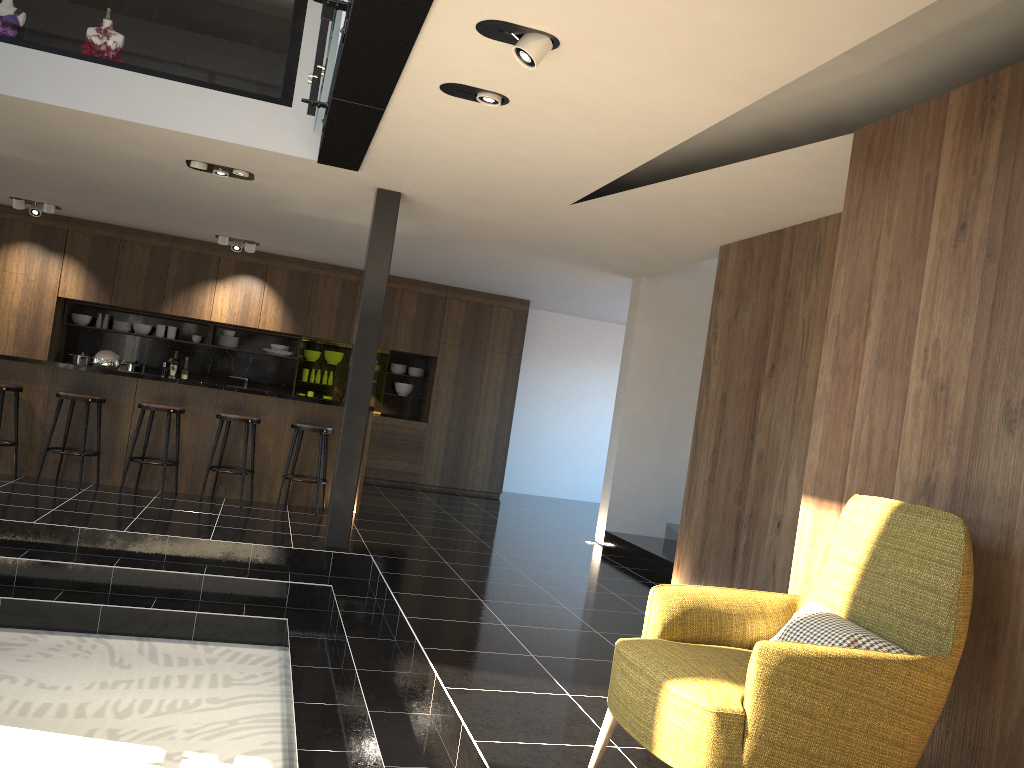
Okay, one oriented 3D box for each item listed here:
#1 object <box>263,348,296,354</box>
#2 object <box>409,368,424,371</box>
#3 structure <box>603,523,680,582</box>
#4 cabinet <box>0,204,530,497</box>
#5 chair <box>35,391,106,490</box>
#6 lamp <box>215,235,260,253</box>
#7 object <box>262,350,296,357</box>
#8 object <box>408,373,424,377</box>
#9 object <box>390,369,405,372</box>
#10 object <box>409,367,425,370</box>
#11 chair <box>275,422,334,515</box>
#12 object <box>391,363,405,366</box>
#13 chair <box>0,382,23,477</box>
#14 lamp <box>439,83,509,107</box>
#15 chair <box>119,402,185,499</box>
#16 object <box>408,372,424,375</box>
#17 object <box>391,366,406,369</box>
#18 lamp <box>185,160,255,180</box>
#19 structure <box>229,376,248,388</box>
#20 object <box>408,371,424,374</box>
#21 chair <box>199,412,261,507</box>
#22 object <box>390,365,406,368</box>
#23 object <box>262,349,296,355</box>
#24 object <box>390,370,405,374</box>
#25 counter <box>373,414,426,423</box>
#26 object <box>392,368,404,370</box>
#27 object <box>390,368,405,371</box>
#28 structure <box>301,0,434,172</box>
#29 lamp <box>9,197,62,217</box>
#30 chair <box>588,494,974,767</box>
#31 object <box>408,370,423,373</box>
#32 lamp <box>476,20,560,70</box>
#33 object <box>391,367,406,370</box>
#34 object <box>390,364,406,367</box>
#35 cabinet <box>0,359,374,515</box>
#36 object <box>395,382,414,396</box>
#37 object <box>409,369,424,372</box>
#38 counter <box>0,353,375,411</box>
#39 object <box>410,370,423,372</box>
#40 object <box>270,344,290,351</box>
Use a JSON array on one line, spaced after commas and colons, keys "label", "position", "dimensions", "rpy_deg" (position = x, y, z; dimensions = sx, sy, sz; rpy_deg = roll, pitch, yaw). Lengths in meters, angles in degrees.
[{"label": "object", "position": [-3.077, -0.420, 11.731], "dimensions": [0.438, 0.039, 0.438], "rpy_deg": [8, -2, 21]}, {"label": "object", "position": [-1.316, -0.187, 12.207], "dimensions": [0.221, 0.033, 0.220], "rpy_deg": [9, -2, -32]}, {"label": "structure", "position": [2.930, 0.305, 5.830], "dimensions": [1.965, 3.017, 6.660], "rpy_deg": [9, -1, -15]}, {"label": "cabinet", "position": [-3.347, -0.312, 11.488], "dimensions": [6.896, 2.689, 0.869], "rpy_deg": [9, -1, -15]}, {"label": "chair", "position": [-3.788, 0.482, 7.681], "dimensions": [0.412, 0.799, 0.412], "rpy_deg": [8, -1, -6]}, {"label": "lamp", "position": [-3.216, -1.696, 10.403], "dimensions": [0.502, 0.280, 0.349], "rpy_deg": [9, -1, -15]}, {"label": "object", "position": [-3.081, -0.394, 11.731], "dimensions": [0.438, 0.039, 0.438], "rpy_deg": [8, -2, 21]}, {"label": "object", "position": [-1.326, -0.119, 12.206], "dimensions": [0.221, 0.033, 0.220], "rpy_deg": [9, -2, -32]}, {"label": "object", "position": [-1.567, -0.169, 12.139], "dimensions": [0.220, 0.033, 0.220], "rpy_deg": [9, -2, -6]}, {"label": "object", "position": [-1.314, -0.200, 12.207], "dimensions": [0.221, 0.033, 0.220], "rpy_deg": [9, -2, -32]}, {"label": "chair", "position": [-1.900, 0.774, 8.205], "dimensions": [0.412, 0.799, 0.412], "rpy_deg": [8, -1, -6]}, {"label": "object", "position": [-1.555, -0.249, 12.140], "dimensions": [0.220, 0.033, 0.220], "rpy_deg": [9, -2, -6]}, {"label": "chair", "position": [-4.418, 0.384, 7.506], "dimensions": [0.412, 0.799, 0.412], "rpy_deg": [8, -1, -6]}, {"label": "lamp", "position": [-0.172, -1.455, 4.286], "dimensions": [0.346, 0.158, 0.195], "rpy_deg": [9, -1, -15]}, {"label": "chair", "position": [-3.159, 0.579, 7.856], "dimensions": [0.412, 0.799, 0.412], "rpy_deg": [8, -1, -6]}, {"label": "object", "position": [-1.324, -0.132, 12.206], "dimensions": [0.221, 0.033, 0.220], "rpy_deg": [9, -2, -32]}, {"label": "object", "position": [-1.560, -0.215, 12.139], "dimensions": [0.220, 0.033, 0.220], "rpy_deg": [9, -2, -6]}, {"label": "lamp", "position": [-2.221, -1.690, 6.785], "dimensions": [0.502, 0.194, 0.349], "rpy_deg": [9, -1, -15]}, {"label": "structure", "position": [-3.502, 0.033, 11.315], "dimensions": [0.243, 0.231, 0.173], "rpy_deg": [9, -1, -15]}, {"label": "object", "position": [-1.322, -0.144, 12.206], "dimensions": [0.221, 0.033, 0.220], "rpy_deg": [9, -2, -32]}, {"label": "chair", "position": [-2.529, 0.676, 8.030], "dimensions": [0.412, 0.799, 0.412], "rpy_deg": [8, -1, -6]}, {"label": "object", "position": [-1.558, -0.224, 12.139], "dimensions": [0.220, 0.033, 0.220], "rpy_deg": [9, -2, -6]}, {"label": "object", "position": [-3.079, -0.406, 11.731], "dimensions": [0.438, 0.039, 0.438], "rpy_deg": [8, -2, 21]}, {"label": "object", "position": [-1.568, -0.157, 12.139], "dimensions": [0.220, 0.033, 0.220], "rpy_deg": [9, -2, -6]}, {"label": "counter", "position": [-3.416, 0.169, 11.488], "dimensions": [4.593, 0.005, 0.862], "rpy_deg": [9, -2, -15]}, {"label": "object", "position": [-1.563, -0.192, 12.139], "dimensions": [0.220, 0.033, 0.220], "rpy_deg": [9, -2, -6]}, {"label": "object", "position": [-1.565, -0.181, 12.139], "dimensions": [0.220, 0.033, 0.220], "rpy_deg": [9, -2, -6]}, {"label": "structure", "position": [-1.644, -0.447, 2.199], "dimensions": [3.449, 4.867, 7.277], "rpy_deg": [9, -1, -16]}, {"label": "lamp", "position": [-5.276, -2.008, 9.831], "dimensions": [0.502, 0.294, 0.349], "rpy_deg": [9, -1, -15]}, {"label": "chair", "position": [0.884, 0.889, 2.927], "dimensions": [1.031, 1.097, 0.807], "rpy_deg": [9, -1, -16]}, {"label": "object", "position": [-1.321, -0.154, 12.206], "dimensions": [0.221, 0.033, 0.220], "rpy_deg": [9, -2, -32]}, {"label": "lamp", "position": [0.026, -1.401, 3.537], "dimensions": [0.346, 0.247, 0.195], "rpy_deg": [9, -1, -15]}, {"label": "object", "position": [-1.561, -0.204, 12.139], "dimensions": [0.220, 0.033, 0.220], "rpy_deg": [9, -2, -6]}, {"label": "object", "position": [-1.557, -0.237, 12.140], "dimensions": [0.220, 0.033, 0.220], "rpy_deg": [9, -2, -6]}, {"label": "cabinet", "position": [-3.181, 0.486, 8.308], "dimensions": [3.566, 0.994, 0.698], "rpy_deg": [9, -1, -15]}, {"label": "object", "position": [-1.489, 0.079, 12.177], "dimensions": [0.264, 0.170, 0.264], "rpy_deg": [9, -2, -41]}, {"label": "object", "position": [-1.317, -0.177, 12.207], "dimensions": [0.221, 0.033, 0.220], "rpy_deg": [9, -2, -32]}, {"label": "counter", "position": [-3.108, -0.027, 8.314], "dimensions": [3.575, 0.041, 0.698], "rpy_deg": [9, -2, -15]}, {"label": "object", "position": [-1.319, -0.167, 12.207], "dimensions": [0.221, 0.033, 0.220], "rpy_deg": [9, -2, -32]}, {"label": "object", "position": [-3.072, -0.468, 11.732], "dimensions": [0.254, 0.088, 0.254], "rpy_deg": [8, -1, 10]}]
